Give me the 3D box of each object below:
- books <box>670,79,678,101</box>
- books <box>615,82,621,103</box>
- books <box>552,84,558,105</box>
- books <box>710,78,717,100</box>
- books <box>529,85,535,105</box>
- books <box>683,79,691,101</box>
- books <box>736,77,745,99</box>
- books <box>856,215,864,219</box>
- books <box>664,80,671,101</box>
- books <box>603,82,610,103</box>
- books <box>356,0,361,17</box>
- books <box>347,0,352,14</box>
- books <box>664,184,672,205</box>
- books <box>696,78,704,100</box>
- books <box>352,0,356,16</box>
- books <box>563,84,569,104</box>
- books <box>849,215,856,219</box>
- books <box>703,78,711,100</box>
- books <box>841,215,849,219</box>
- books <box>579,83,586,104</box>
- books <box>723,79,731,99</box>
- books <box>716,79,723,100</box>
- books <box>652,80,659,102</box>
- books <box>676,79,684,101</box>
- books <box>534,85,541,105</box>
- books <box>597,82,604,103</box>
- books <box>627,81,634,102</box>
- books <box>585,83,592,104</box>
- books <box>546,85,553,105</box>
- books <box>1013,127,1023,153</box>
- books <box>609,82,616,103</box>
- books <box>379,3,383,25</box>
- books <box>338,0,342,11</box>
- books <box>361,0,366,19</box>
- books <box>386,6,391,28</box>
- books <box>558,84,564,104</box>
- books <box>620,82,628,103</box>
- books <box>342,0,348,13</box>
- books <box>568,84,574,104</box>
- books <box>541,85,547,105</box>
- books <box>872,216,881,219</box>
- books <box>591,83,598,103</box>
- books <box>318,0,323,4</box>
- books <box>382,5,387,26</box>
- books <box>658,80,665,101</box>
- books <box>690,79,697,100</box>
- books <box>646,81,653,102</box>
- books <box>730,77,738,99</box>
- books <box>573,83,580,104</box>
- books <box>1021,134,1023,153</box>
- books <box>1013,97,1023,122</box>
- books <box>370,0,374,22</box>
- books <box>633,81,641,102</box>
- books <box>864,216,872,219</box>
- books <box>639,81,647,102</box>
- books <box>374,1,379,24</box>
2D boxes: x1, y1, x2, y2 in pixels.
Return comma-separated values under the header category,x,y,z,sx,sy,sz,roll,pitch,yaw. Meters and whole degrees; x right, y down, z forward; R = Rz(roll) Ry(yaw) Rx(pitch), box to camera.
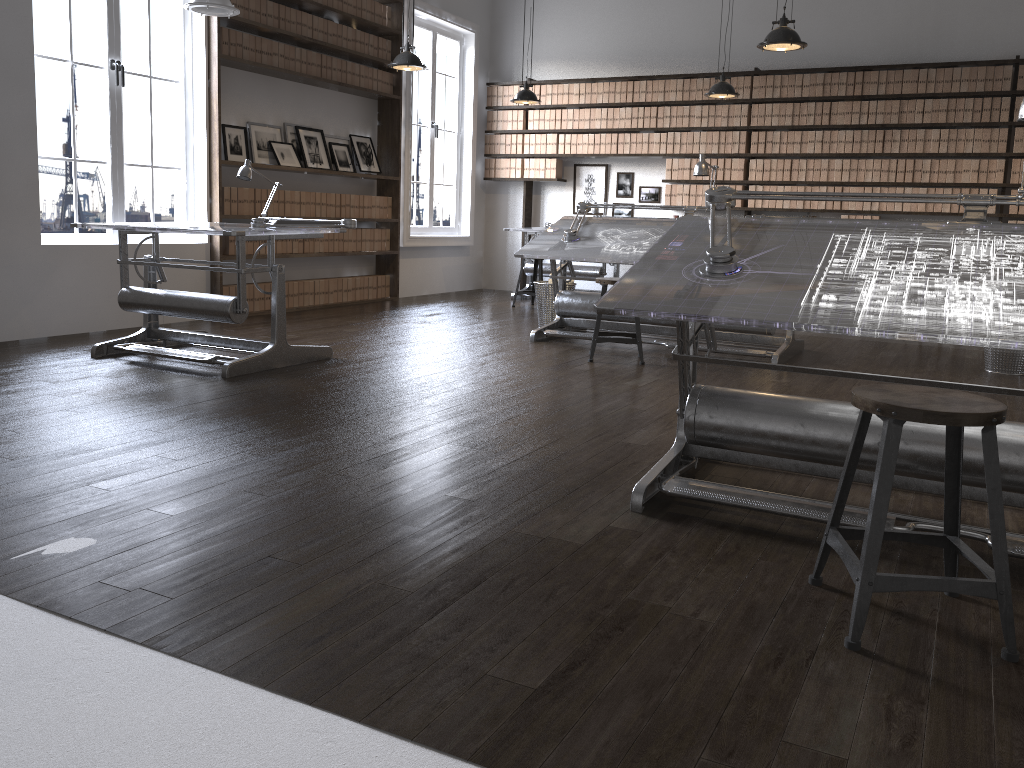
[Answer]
category,x,y,z,sx,sy,sz,roll,pitch,yaw
books,1.746,-3.117,9.438,0.067,0.224,0.175,6,10,27
books,1.194,-3.190,9.724,0.067,0.224,0.175,6,10,27
books,0.523,-3.278,10.071,0.067,0.224,0.175,6,10,27
books,2.123,-3.067,9.241,0.067,0.224,0.175,6,10,27
books,0.266,-3.312,10.204,0.067,0.224,0.175,6,10,27
books,1.874,-3.101,9.375,0.067,0.224,0.175,6,10,27
books,2.370,-3.036,9.118,0.067,0.224,0.175,6,10,27
books,3.433,-1.547,8.734,0.067,0.224,0.175,6,10,27
books,1.691,-3.125,9.468,0.067,0.224,0.175,6,10,27
books,1.072,-3.205,9.782,0.067,0.224,0.175,6,10,27
books,-1.518,-3.560,8.388,0.175,0.224,0.067,7,9,27
books,-1.581,-3.539,8.264,0.175,0.224,0.067,7,9,27
books,1.713,-2.041,9.579,0.067,0.224,0.175,6,10,27
books,1.996,-3.084,9.310,0.067,0.224,0.175,6,10,27
books,-1.552,-3.550,8.328,0.175,0.224,0.067,7,9,27
books,0.643,-3.261,10.002,0.067,0.224,0.175,6,10,27
books,3.370,-1.555,8.766,0.067,0.224,0.175,6,10,27
books,2.059,-3.076,9.274,0.067,0.224,0.175,6,10,27
books,3.307,-1.562,8.792,0.067,0.224,0.175,6,10,27
books,0.822,-3.238,9.911,0.067,0.224,0.175,6,10,27
books,2.248,-3.052,9.183,0.067,0.224,0.175,6,10,27
books,2.181,-3.061,9.216,0.067,0.224,0.175,6,10,27
books,1.573,-3.140,9.531,0.067,0.224,0.175,6,10,27
books,1.810,-3.109,9.404,0.067,0.224,0.175,6,10,27
books,0.329,-3.302,10.165,0.067,0.224,0.175,6,10,27
books,1.009,-3.214,9.817,0.067,0.224,0.175,6,10,27
books,1.316,-3.173,9.657,0.067,0.224,0.175,6,10,27
books,0.886,-3.230,9.883,0.067,0.224,0.175,6,10,27
books,0.458,-3.285,10.099,0.067,0.224,0.175,6,10,27
books,4.595,-2.205,8.038,0.067,0.224,0.175,6,10,27
books,1.136,-3.196,9.748,0.067,0.224,0.175,6,10,27
books,-1.361,-3.611,8.688,0.175,0.224,0.067,7,9,27
books,-1.645,-3.517,8.136,0.175,0.224,0.067,7,9,27
books,-1.482,-3.570,8.448,0.175,0.224,0.067,7,9,27
books,-1.292,-3.632,8.811,0.175,0.224,0.067,7,9,27
books,0.586,-3.270,10.038,0.067,0.224,0.175,6,10,27
books,1.253,-3.182,9.696,0.067,0.224,0.175,6,10,27
books,-1.611,-3.528,8.199,0.175,0.224,0.067,7,9,27
books,0.704,-3.254,9.976,0.067,0.224,0.175,6,10,27
books,0.398,-3.294,10.136,0.067,0.224,0.175,6,10,27
books,3.559,-1.530,8.670,0.067,0.224,0.175,6,10,27
books,0.949,-3.222,9.853,0.067,0.224,0.175,6,10,27
books,-1.776,-3.476,7.893,0.175,0.224,0.067,7,9,27
books,-1.328,-3.621,8.750,0.175,0.224,0.067,7,9,27
books,1.630,-3.132,9.495,0.067,0.224,0.175,6,10,27
books,1.936,-3.093,9.345,0.067,0.224,0.175,6,10,27
books,1.510,-3.149,9.563,0.067,0.224,0.175,6,10,27
books,2.310,-3.044,9.153,0.067,0.224,0.175,6,10,27
books,0.759,-3.246,9.946,0.067,0.224,0.175,6,10,27
books,4.649,-2.197,8.005,0.067,0.224,0.175,6,10,27
books,4.584,-2.472,8.011,0.067,0.224,0.175,6,10,27
books,-1.422,-3.591,8.569,0.175,0.224,0.067,7,9,27
books,1.385,-3.165,9.628,0.067,0.224,0.175,6,10,27
books,3.493,-1.538,8.698,0.067,0.224,0.175,6,10,27
books,1.446,-3.156,9.591,0.067,0.224,0.175,6,10,27
books,-1.387,-3.600,8.626,0.175,0.224,0.067,7,9,27
